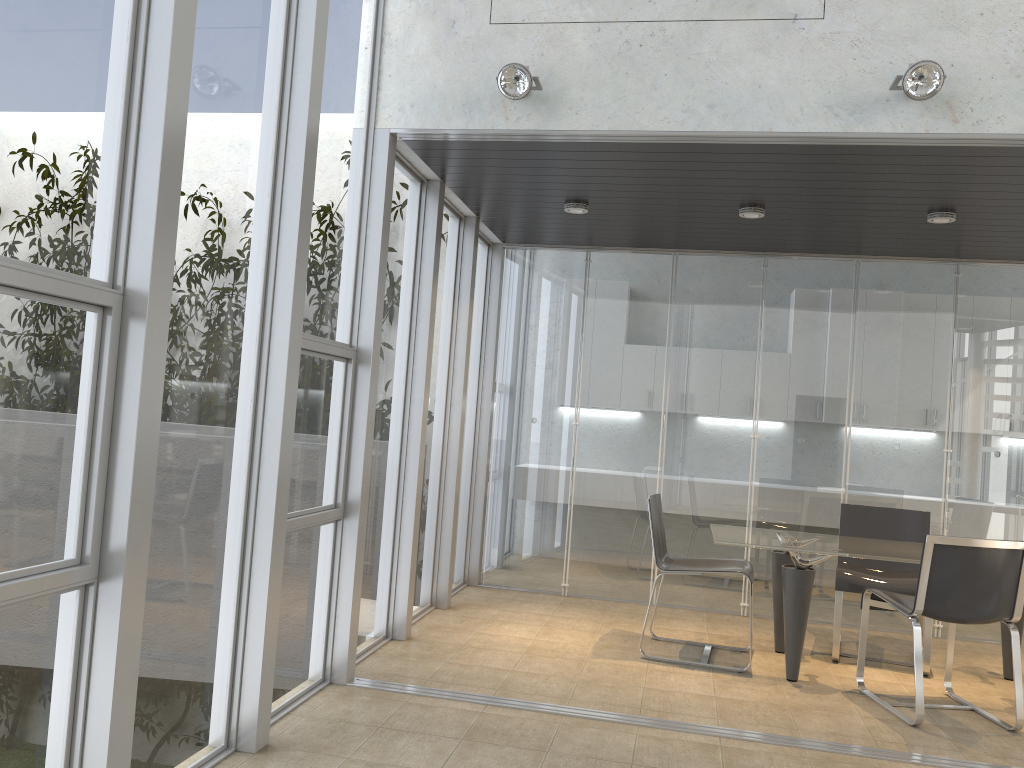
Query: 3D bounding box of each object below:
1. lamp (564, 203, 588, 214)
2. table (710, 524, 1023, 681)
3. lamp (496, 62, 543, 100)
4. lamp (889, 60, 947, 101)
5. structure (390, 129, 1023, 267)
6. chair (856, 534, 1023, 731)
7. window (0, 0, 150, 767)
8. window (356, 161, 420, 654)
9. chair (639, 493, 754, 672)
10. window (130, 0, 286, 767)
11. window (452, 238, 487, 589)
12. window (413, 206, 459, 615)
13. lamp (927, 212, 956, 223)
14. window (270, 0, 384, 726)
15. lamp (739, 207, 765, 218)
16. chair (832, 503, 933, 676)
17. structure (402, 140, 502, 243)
[{"bbox_3d":[0.405,-1.107,5.583,0.149,0.038,0.149,3,-2,26],"label":"lamp"},{"bbox_3d":[2.276,1.322,5.094,2.250,0.733,0.900,4,-2,11],"label":"table"},{"bbox_3d":[0.025,-1.376,4.081,0.197,0.154,0.228,4,-2,11],"label":"lamp"},{"bbox_3d":[1.723,-1.264,3.758,0.197,0.154,0.254,4,-2,11],"label":"lamp"},{"bbox_3d":[0.831,-1.860,1.600,9.817,6.605,10.665,4,-2,10],"label":"structure"},{"bbox_3d":[2.187,1.207,4.527,0.546,0.922,0.660,4,-2,-4],"label":"chair"},{"bbox_3d":[-1.115,-1.521,2.182,0.050,5.700,0.800,4,-2,11],"label":"window"},{"bbox_3d":[-0.715,0.114,4.815,0.010,2.645,0.741,4,-2,11],"label":"window"},{"bbox_3d":[1.124,1.160,5.320,0.660,0.922,0.546,4,-2,16],"label":"chair"},{"bbox_3d":[-0.955,-1.475,3.080,0.010,5.650,0.741,4,-2,11],"label":"window"},{"bbox_3d":[-0.365,0.208,6.606,0.010,2.645,0.741,4,-2,11],"label":"window"},{"bbox_3d":[-0.540,0.161,5.710,0.010,2.645,0.741,4,-2,11],"label":"window"},{"bbox_3d":[2.502,-0.970,5.167,0.149,0.038,0.149,3,-2,26],"label":"lamp"},{"bbox_3d":[-0.766,-1.427,3.973,0.050,5.700,0.800,4,-2,11],"label":"window"},{"bbox_3d":[1.454,-1.038,5.375,0.149,0.038,0.149,3,-2,26],"label":"lamp"},{"bbox_3d":[2.321,1.256,5.556,0.546,0.922,0.660,3,-2,21],"label":"chair"},{"bbox_3d":[2.566,1.219,3.845,6.700,6.900,4.916,4,-2,11],"label":"structure"}]
